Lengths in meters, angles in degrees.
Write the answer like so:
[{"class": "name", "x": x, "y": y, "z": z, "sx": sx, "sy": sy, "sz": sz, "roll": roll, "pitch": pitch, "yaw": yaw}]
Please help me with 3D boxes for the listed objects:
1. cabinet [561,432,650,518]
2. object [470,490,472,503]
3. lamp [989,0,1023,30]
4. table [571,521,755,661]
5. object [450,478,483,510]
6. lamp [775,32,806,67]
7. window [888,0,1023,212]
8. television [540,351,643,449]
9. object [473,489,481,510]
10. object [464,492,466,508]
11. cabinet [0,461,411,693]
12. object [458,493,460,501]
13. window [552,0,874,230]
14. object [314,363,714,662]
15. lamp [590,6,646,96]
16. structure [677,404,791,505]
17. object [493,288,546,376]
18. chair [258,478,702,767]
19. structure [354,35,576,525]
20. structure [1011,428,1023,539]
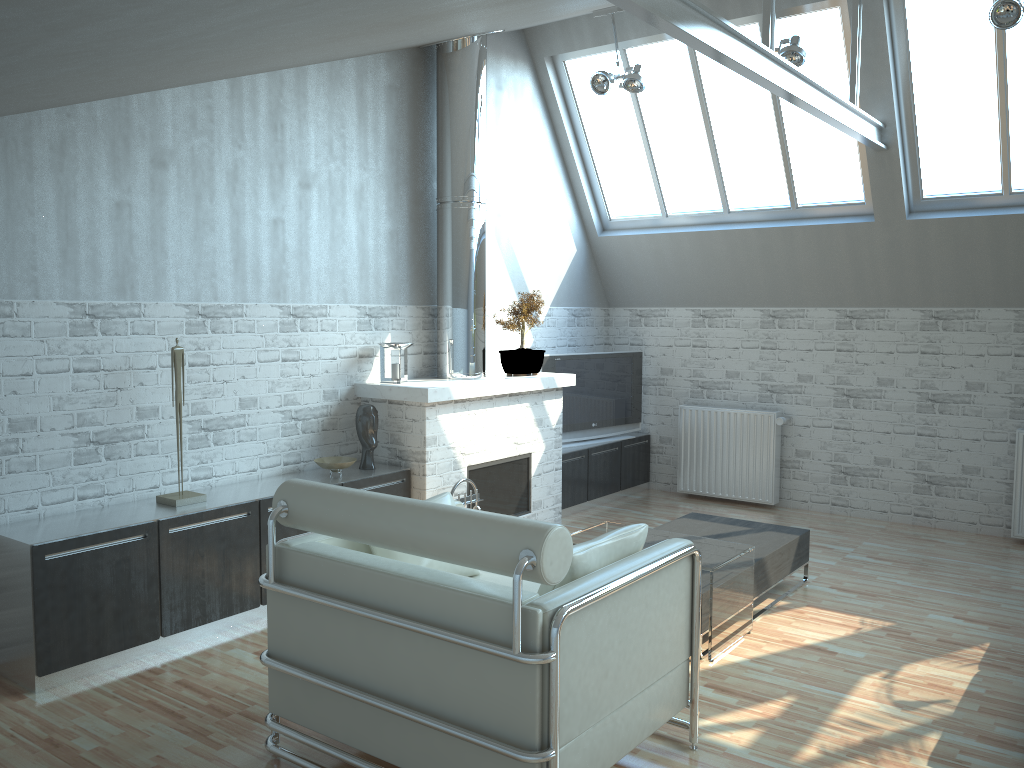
[{"class": "cabinet", "x": 1.190, "y": 1.487, "z": 15.110, "sx": 0.908, "sy": 1.016, "sz": 3.234, "roll": 4, "pitch": 6, "yaw": 36}, {"class": "object", "x": -0.514, "y": 1.760, "z": 11.129, "sx": 0.025, "sy": 0.855, "sz": 0.025, "roll": -3, "pitch": 5, "yaw": -31}, {"class": "lamp", "x": 5.471, "y": -4.387, "z": 9.313, "sx": 0.808, "sy": 1.172, "sz": 0.618, "roll": 4, "pitch": 6, "yaw": 40}, {"class": "table", "x": 1.435, "y": 2.035, "z": 9.013, "sx": 1.726, "sy": 0.867, "sz": 1.015, "roll": 4, "pitch": 6, "yaw": 36}, {"class": "object", "x": -0.610, "y": 1.743, "z": 11.141, "sx": 0.412, "sy": 1.124, "sz": 0.584, "roll": 4, "pitch": 6, "yaw": 36}, {"class": "lamp", "x": 3.200, "y": -4.534, "z": 10.988, "sx": 0.808, "sy": 1.172, "sz": 0.619, "roll": 4, "pitch": 6, "yaw": 40}, {"class": "window", "x": 7.126, "y": -3.686, "z": 10.618, "sx": 4.651, "sy": 2.787, "sz": 1.897, "roll": 4, "pitch": 6, "yaw": 36}, {"class": "television", "x": 1.301, "y": 0.223, "z": 15.042, "sx": 2.577, "sy": 1.514, "sz": 0.592, "roll": -4, "pitch": 6, "yaw": -43}, {"class": "object", "x": -0.447, "y": 1.762, "z": 11.221, "sx": 0.155, "sy": 0.873, "sz": 0.026, "roll": 4, "pitch": 6, "yaw": 38}, {"class": "object", "x": -0.527, "y": 1.807, "z": 11.021, "sx": 0.145, "sy": 0.932, "sz": 0.065, "roll": 2, "pitch": 5, "yaw": 18}, {"class": "cabinet", "x": -2.976, "y": 1.796, "z": 9.467, "sx": 0.914, "sy": 1.270, "sz": 4.572, "roll": 4, "pitch": 6, "yaw": 36}, {"class": "object", "x": -0.608, "y": 1.808, "z": 10.903, "sx": 0.146, "sy": 0.916, "sz": 0.131, "roll": 4, "pitch": 6, "yaw": 37}, {"class": "window", "x": 3.043, "y": -3.949, "z": 13.629, "sx": 4.651, "sy": 2.787, "sz": 1.897, "roll": 4, "pitch": 6, "yaw": 36}, {"class": "object", "x": -0.010, "y": 1.152, "z": 9.624, "sx": 4.859, "sy": 2.558, "sz": 1.528, "roll": 4, "pitch": 6, "yaw": 35}, {"class": "lamp", "x": 1.423, "y": -4.648, "z": 12.298, "sx": 0.808, "sy": 1.172, "sz": 0.619, "roll": 4, "pitch": 6, "yaw": 40}, {"class": "structure", "x": 3.726, "y": 1.173, "z": 14.993, "sx": 1.892, "sy": 1.524, "sz": 0.508, "roll": 4, "pitch": 6, "yaw": 36}, {"class": "object", "x": 0.083, "y": -0.755, "z": 12.864, "sx": 0.572, "sy": 1.265, "sz": 1.115, "roll": 4, "pitch": 6, "yaw": 40}, {"class": "chair", "x": -0.202, "y": 1.688, "z": 6.433, "sx": 2.507, "sy": 2.001, "sz": 2.201, "roll": 4, "pitch": 6, "yaw": 36}, {"class": "structure", "x": -0.546, "y": -1.377, "z": 12.232, "sx": 1.309, "sy": 7.180, "sz": 3.302, "roll": 4, "pitch": 6, "yaw": 36}, {"class": "structure", "x": 7.855, "y": 1.438, "z": 11.949, "sx": 1.892, "sy": 1.524, "sz": 0.508, "roll": 4, "pitch": 6, "yaw": 36}]
